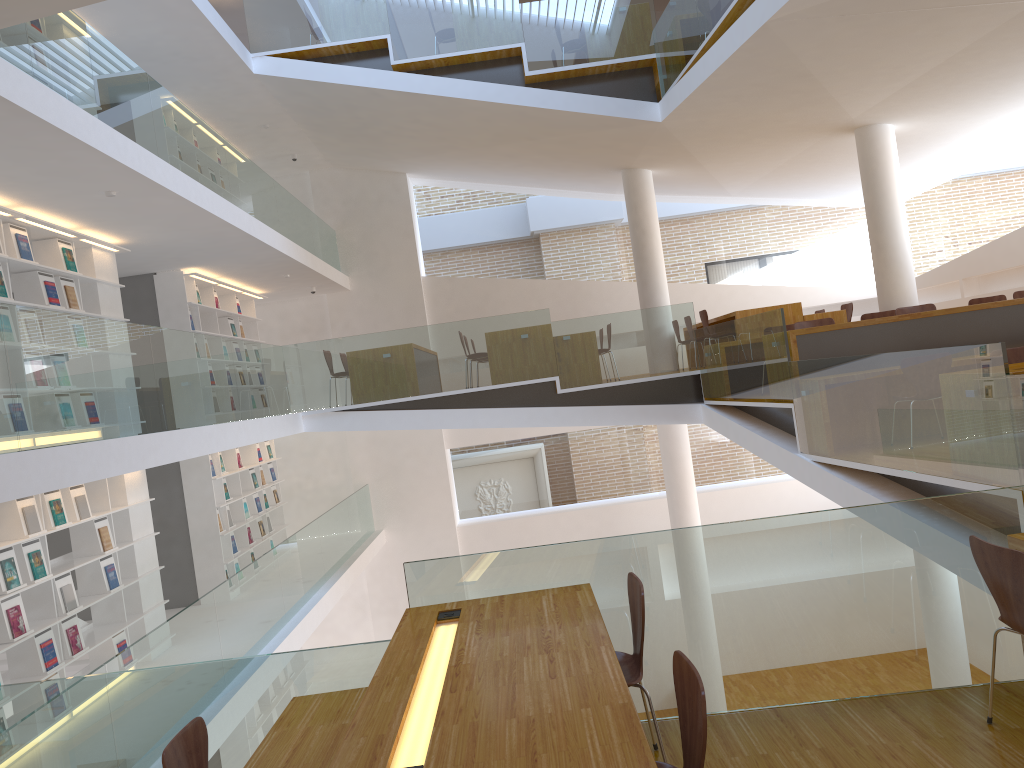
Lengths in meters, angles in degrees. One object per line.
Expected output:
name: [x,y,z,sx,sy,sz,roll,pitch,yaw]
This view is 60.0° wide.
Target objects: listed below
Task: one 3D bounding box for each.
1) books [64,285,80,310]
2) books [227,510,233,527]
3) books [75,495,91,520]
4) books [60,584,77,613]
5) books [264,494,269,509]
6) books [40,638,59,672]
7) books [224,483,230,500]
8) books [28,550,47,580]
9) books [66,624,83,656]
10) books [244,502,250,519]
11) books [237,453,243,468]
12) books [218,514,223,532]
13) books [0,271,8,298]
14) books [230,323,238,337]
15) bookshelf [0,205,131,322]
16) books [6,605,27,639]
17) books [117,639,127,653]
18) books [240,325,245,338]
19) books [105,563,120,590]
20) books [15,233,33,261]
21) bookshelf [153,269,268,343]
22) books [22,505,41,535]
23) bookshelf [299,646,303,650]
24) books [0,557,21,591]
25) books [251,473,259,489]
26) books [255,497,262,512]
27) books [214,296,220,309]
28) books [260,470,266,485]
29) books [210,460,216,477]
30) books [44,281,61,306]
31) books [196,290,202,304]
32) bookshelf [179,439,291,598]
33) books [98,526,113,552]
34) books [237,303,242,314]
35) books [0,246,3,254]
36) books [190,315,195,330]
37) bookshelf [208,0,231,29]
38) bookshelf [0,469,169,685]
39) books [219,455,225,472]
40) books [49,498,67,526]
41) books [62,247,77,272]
books: [-3.739,-0.728,7.534,0.037,0.210,0.145,-8,0,0]
books: [-3.451,1.647,10.821,0.037,0.210,0.145,-8,0,0]
books: [-3.493,1.012,7.222,0.037,0.210,0.145,-8,0,0]
books: [-3.405,1.653,6.821,0.037,0.210,0.145,-8,0,0]
books: [-3.444,1.647,12.402,0.037,0.210,0.145,-8,0,0]
books: [-3.365,1.972,6.452,0.037,0.210,0.145,-8,0,0]
books: [-3.497,1.319,10.836,0.037,0.210,0.145,-8,0,0]
books: [-3.454,1.320,6.456,0.037,0.210,0.145,-8,0,0]
books: [-3.364,1.972,6.820,0.037,0.210,0.145,-8,0,0]
books: [-3.452,1.642,11.508,0.037,0.210,0.145,-8,0,0]
books: [-3.542,1.004,11.507,0.037,0.210,0.145,-8,0,0]
books: [-3.457,1.639,10.439,0.037,0.210,0.145,-8,0,0]
books: [-3.740,-0.727,6.457,0.037,0.210,0.145,-8,0,0]
books: [-3.780,-0.718,12.064,0.037,0.210,0.145,-8,0,0]
bookshelf: [-3.799,-0.404,6.686,0.498,1.836,3.666,-8,0,0]
books: [-3.413,1.640,6.109,0.037,0.210,0.145,-8,0,0]
books: [-3.314,2.302,7.576,0.037,0.210,0.145,-8,0,0]
books: [-3.779,-0.718,12.414,0.037,0.210,0.145,-8,0,0]
books: [-3.403,1.643,7.550,0.037,0.210,0.145,-8,0,0]
books: [-3.785,-1.056,6.884,0.037,0.210,0.145,-8,0,0]
bookshelf: [-3.773,-0.414,11.749,0.498,1.836,2.984,-8,0,0]
books: [-3.499,0.993,6.463,0.037,0.210,0.145,-8,0,0]
bookshelf: [-3.205,3.644,11.753,0.498,1.836,2.984,-8,0,0]
books: [-3.461,1.310,6.119,0.037,0.210,0.145,-8,0,0]
books: [-3.495,1.314,12.066,0.037,0.210,0.145,-8,0,0]
books: [-3.446,1.647,12.067,0.037,0.210,0.145,-8,0,0]
books: [-3.826,-1.028,11.505,0.037,0.210,0.145,-8,0,0]
books: [-3.494,1.314,12.417,0.037,0.210,0.145,-8,0,0]
books: [-3.544,1.002,10.455,0.037,0.210,0.145,-8,0,0]
books: [-3.740,-0.730,7.217,0.037,0.210,0.145,-8,0,0]
books: [-3.831,-1.043,10.817,0.037,0.210,0.145,-8,0,0]
bookshelf: [-3.487,1.627,11.751,0.498,1.836,2.984,-8,0,0]
books: [-3.452,1.319,7.533,0.037,0.210,0.145,-8,0,0]
books: [-3.822,-1.030,12.414,0.037,0.210,0.145,-8,0,0]
books: [-3.786,-1.054,6.464,0.037,0.210,0.145,-8,0,0]
books: [-3.784,-0.717,10.446,0.037,0.210,0.145,-8,0,0]
bookshelf: [-4.337,-4.437,11.744,0.498,1.836,2.984,-8,0,0]
bookshelf: [-3.563,1.644,6.688,0.397,1.836,3.666,-8,0,0]
books: [-3.550,0.969,10.812,0.037,0.210,0.145,-8,0,0]
books: [-3.498,0.993,6.834,0.037,0.210,0.145,-8,0,0]
books: [-3.781,-1.056,7.584,0.037,0.210,0.145,-8,0,0]
